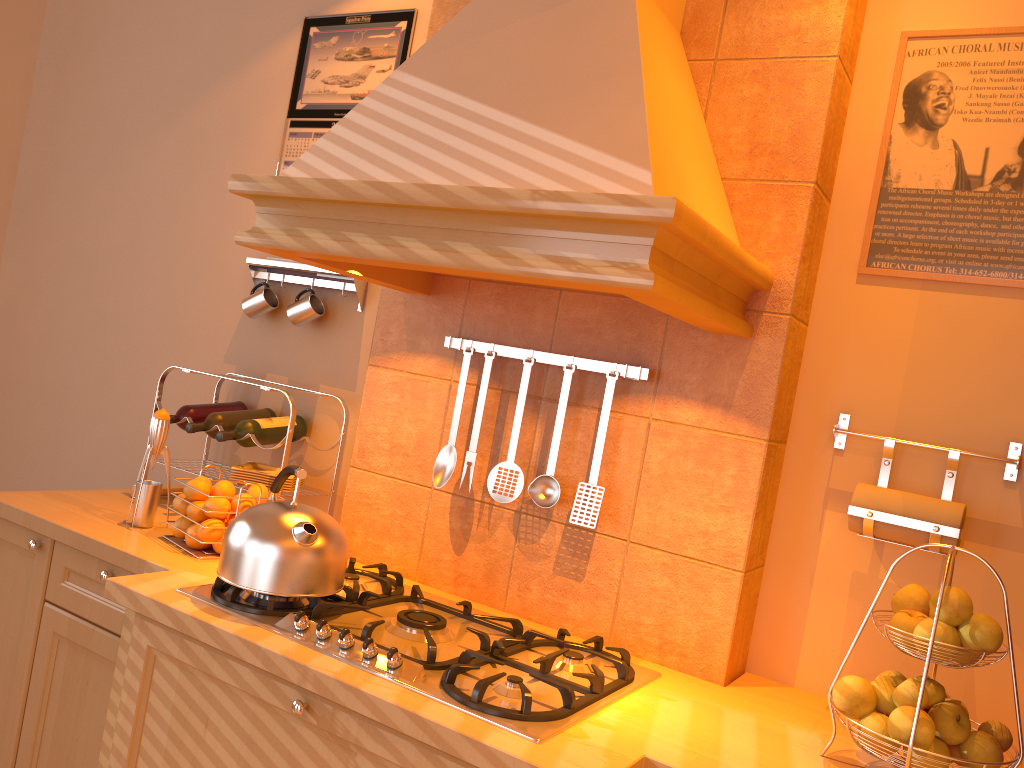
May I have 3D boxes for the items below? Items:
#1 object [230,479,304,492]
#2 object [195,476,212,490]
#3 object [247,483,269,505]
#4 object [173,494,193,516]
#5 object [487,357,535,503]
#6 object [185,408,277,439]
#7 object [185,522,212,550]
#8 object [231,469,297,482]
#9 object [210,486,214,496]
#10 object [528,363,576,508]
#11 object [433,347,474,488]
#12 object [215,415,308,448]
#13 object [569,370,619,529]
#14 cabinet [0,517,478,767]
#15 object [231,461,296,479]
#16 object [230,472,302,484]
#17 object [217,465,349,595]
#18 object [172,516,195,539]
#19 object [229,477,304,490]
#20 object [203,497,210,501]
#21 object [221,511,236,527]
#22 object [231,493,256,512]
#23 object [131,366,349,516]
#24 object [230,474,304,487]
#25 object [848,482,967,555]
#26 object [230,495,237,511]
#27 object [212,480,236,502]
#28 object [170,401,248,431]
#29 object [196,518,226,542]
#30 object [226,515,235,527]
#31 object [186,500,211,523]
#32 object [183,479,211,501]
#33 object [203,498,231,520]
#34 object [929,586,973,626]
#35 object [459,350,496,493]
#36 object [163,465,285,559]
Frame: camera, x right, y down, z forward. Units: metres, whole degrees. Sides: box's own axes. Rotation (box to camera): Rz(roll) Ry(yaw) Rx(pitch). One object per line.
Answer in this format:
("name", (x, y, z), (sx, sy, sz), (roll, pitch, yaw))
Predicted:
("object", (-0.640, 0.261, 2.314), (0.163, 0.011, 0.172), (10, 0, 0))
("object", (-0.733, 0.246, 2.083), (0.052, 0.060, 0.057), (10, 0, -21))
("object", (-0.600, 0.264, 2.090), (0.050, 0.060, 0.059), (10, 0, -10))
("object", (-0.758, 0.281, 2.061), (0.053, 0.051, 0.063), (10, 1, -41))
("object", (0.007, 0.099, 1.918), (0.090, 0.320, 0.017), (10, 0, 31))
("object", (-0.761, 0.104, 2.404), (0.076, 0.095, 0.282), (10, 0, 31))
("object", (-0.704, 0.345, 2.012), (0.064, 0.063, 0.074), (10, 0, 11))
("object", (-0.635, 0.235, 2.314), (0.163, 0.011, 0.172), (10, 0, 0))
("object", (-0.698, 0.264, 2.120), (0.053, 0.051, 0.063), (11, 0, 36))
("object", (0.097, 0.110, 1.884), (0.077, 0.309, 0.037), (10, 0, 30))
("object", (-0.132, 0.075, 1.994), (0.055, 0.323, 0.028), (10, 0, 31))
("object", (-0.663, 0.122, 2.345), (0.076, 0.095, 0.282), (10, 0, 31))
("object", (0.175, 0.132, 1.815), (0.061, 0.323, 0.020), (10, 0, 31))
("cabinet", (-0.163, 0.943, 1.501), (2.850, 0.840, 1.141), (10, 0, 31))
("object", (-0.634, 0.229, 2.314), (0.163, 0.011, 0.172), (10, 0, 0))
("object", (-0.636, 0.242, 2.314), (0.163, 0.011, 0.172), (10, 0, 0))
("object", (-0.435, 0.268, 1.730), (0.251, 0.215, 0.242), (10, 0, 18))
("object", (-0.753, 0.330, 2.047), (0.060, 0.057, 0.052), (10, 0, -8))
("object", (-0.638, 0.255, 2.314), (0.163, 0.011, 0.172), (10, 0, 0))
("object", (-0.704, 0.289, 2.078), (0.064, 0.053, 0.051), (10, 0, -7))
("object", (-0.646, 0.317, 2.033), (0.051, 0.053, 0.062), (10, 0, -1))
("object", (-0.612, 0.276, 2.023), (0.051, 0.053, 0.063), (10, 0, 3))
("object", (-0.721, 0.178, 2.382), (0.572, 0.379, 0.221), (10, 0, 31))
("object", (-0.637, 0.248, 2.314), (0.163, 0.011, 0.172), (10, 0, 0))
("object", (0.724, 0.246, 1.629), (0.186, 0.094, 0.096), (10, 0, 31))
("object", (-0.643, 0.287, 2.089), (0.055, 0.051, 0.061), (10, 0, -15))
("object", (-0.669, 0.250, 2.059), (0.051, 0.053, 0.063), (10, 0, -8))
("object", (-0.859, 0.086, 2.463), (0.076, 0.095, 0.282), (10, 0, 31))
("object", (-0.668, 0.325, 1.967), (0.061, 0.054, 0.052), (10, 0, -32))
("object", (-0.620, 0.326, 2.018), (0.061, 0.055, 0.051), (10, 0, -30))
("object", (-0.711, 0.292, 2.022), (0.062, 0.053, 0.052), (10, 0, -38))
("object", (-0.721, 0.244, 2.031), (0.063, 0.051, 0.053), (11, 0, 38))
("object", (-0.663, 0.278, 1.993), (0.061, 0.052, 0.053), (10, 0, 4))
("object", (0.649, 0.328, 1.310), (0.058, 0.059, 0.055), (10, 0, -13))
("object", (-0.077, 0.083, 1.974), (0.028, 0.319, 0.006), (10, 0, 31))
("object", (-0.667, 0.294, 2.061), (0.189, 0.174, 0.207), (10, 1, -44))
